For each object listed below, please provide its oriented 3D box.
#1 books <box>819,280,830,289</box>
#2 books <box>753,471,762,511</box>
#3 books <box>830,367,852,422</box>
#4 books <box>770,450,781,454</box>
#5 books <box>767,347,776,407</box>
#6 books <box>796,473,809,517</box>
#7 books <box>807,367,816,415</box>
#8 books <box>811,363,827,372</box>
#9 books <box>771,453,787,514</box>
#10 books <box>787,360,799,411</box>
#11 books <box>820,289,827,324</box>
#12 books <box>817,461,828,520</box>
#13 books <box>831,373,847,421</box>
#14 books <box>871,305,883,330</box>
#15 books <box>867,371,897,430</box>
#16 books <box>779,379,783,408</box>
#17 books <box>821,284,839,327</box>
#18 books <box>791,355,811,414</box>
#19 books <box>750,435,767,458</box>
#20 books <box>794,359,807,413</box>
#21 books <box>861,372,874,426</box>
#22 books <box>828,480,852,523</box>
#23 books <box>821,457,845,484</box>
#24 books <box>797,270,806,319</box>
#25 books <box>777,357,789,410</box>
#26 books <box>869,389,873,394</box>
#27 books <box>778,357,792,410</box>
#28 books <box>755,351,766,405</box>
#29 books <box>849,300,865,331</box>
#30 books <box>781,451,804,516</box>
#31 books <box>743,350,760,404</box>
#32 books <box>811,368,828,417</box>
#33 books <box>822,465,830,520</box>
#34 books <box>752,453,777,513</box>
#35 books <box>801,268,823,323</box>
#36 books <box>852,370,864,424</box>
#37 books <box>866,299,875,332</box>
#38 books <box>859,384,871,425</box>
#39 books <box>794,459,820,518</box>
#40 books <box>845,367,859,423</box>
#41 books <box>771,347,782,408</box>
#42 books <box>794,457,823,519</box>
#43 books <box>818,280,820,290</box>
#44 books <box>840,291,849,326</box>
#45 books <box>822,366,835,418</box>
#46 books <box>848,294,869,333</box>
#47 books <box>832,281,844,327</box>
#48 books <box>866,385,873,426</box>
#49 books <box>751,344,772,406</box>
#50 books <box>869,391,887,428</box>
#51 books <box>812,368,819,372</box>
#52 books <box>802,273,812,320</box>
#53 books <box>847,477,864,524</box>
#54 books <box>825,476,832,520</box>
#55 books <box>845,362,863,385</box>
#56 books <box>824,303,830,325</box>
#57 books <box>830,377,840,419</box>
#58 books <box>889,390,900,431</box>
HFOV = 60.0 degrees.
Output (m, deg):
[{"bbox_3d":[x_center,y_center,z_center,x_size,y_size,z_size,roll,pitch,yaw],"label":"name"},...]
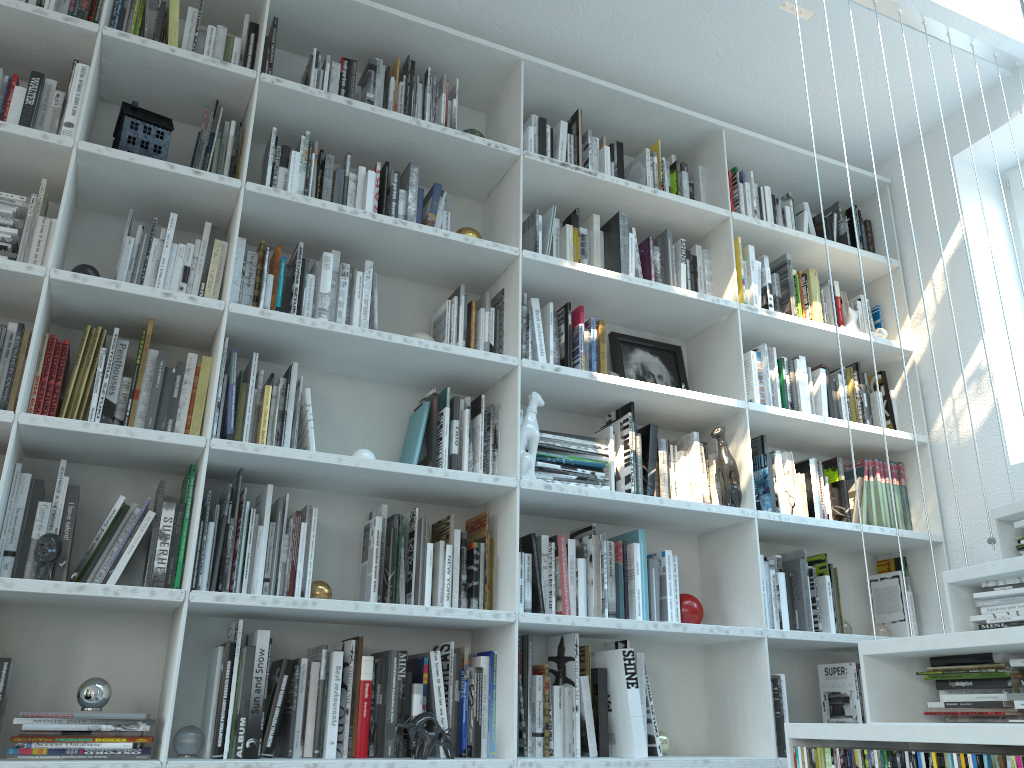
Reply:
[{"bbox_3d":[1.236,-0.254,3.560,0.011,0.293,0.151,10,-22,-23],"label":"books"},{"bbox_3d":[0.803,0.385,3.115,0.066,0.235,0.144,10,-22,-23],"label":"books"},{"bbox_3d":[1.242,0.090,3.419,0.012,0.282,0.152,10,-22,-23],"label":"books"},{"bbox_3d":[0.905,0.383,3.147,0.022,0.264,0.157,10,-22,-23],"label":"books"},{"bbox_3d":[0.908,0.027,3.285,0.022,0.296,0.162,10,-22,-23],"label":"books"},{"bbox_3d":[0.980,0.428,3.154,0.023,0.188,0.170,10,-22,-23],"label":"books"},{"bbox_3d":[1.085,0.080,3.360,0.012,0.253,0.161,10,-22,-23],"label":"books"},{"bbox_3d":[1.170,0.080,3.409,0.024,0.290,0.133,10,-22,-23],"label":"books"},{"bbox_3d":[0.888,0.385,3.124,0.026,0.244,0.181,10,-22,-23],"label":"books"},{"bbox_3d":[1.003,0.057,3.308,0.024,0.258,0.157,10,-22,-23],"label":"books"},{"bbox_3d":[1.163,-0.239,3.486,0.013,0.212,0.187,10,-22,-23],"label":"books"},{"bbox_3d":[1.081,0.425,3.233,0.012,0.253,0.161,10,-22,-23],"label":"books"},{"bbox_3d":[1.221,0.104,3.414,0.025,0.251,0.160,10,-22,-23],"label":"books"},{"bbox_3d":[1.445,-0.190,3.611,0.011,0.215,0.170,10,-22,-23],"label":"books"},{"bbox_3d":[1.418,0.115,3.494,0.042,0.291,0.187,10,-22,-23],"label":"books"},{"bbox_3d":[0.939,0.088,3.281,0.027,0.179,0.157,10,-22,-23],"label":"books"},{"bbox_3d":[1.230,-0.248,3.529,0.022,0.260,0.161,10,-22,-23],"label":"books"},{"bbox_3d":[1.047,0.054,3.334,0.030,0.282,0.167,10,-22,-23],"label":"books"},{"bbox_3d":[0.863,0.353,3.147,0.012,0.320,0.142,10,-22,-23],"label":"books"},{"bbox_3d":[1.025,0.058,3.315,0.022,0.261,0.173,10,-22,-23],"label":"books"},{"bbox_3d":[1.344,0.111,3.472,0.013,0.282,0.149,10,-22,-23],"label":"books"},{"bbox_3d":[1.147,0.457,3.214,0.024,0.180,0.191,10,-22,-23],"label":"books"},{"bbox_3d":[1.158,0.425,3.264,0.026,0.276,0.170,10,-22,-23],"label":"books"},{"bbox_3d":[1.055,-0.292,3.386,0.012,0.237,0.166,10,-22,-23],"label":"books"},{"bbox_3d":[0.963,0.049,3.291,0.013,0.259,0.159,10,-22,-23],"label":"books"},{"bbox_3d":[1.379,0.149,3.498,0.024,0.229,0.131,10,-22,-23],"label":"books"},{"bbox_3d":[0.977,0.050,3.308,0.025,0.269,0.153,10,-22,-23],"label":"books"},{"bbox_3d":[0.853,0.031,3.242,0.026,0.255,0.174,10,-22,-23],"label":"books"},{"bbox_3d":[1.343,-0.204,3.575,0.023,0.212,0.181,10,-22,-23],"label":"books"},{"bbox_3d":[0.946,0.388,3.151,0.056,0.260,0.177,10,-22,-23],"label":"books"},{"bbox_3d":[0.825,0.026,3.217,0.023,0.246,0.182,10,-22,-23],"label":"books"},{"bbox_3d":[1.119,0.083,3.352,0.045,0.244,0.177,10,-22,-23],"label":"books"},{"bbox_3d":[1.096,0.431,3.242,0.025,0.247,0.134,10,-22,-23],"label":"books"},{"bbox_3d":[0.855,0.381,3.110,0.022,0.242,0.171,10,-22,-23],"label":"books"},{"bbox_3d":[1.086,-0.284,3.413,0.042,0.241,0.248,10,-22,-23],"label":"books"},{"bbox_3d":[1.275,0.100,3.425,0.028,0.267,0.174,10,-22,-23],"label":"books"},{"bbox_3d":[1.415,-0.203,3.621,0.040,0.245,0.160,10,-22,-23],"label":"books"},{"bbox_3d":[1.299,0.130,3.424,0.025,0.210,0.189,10,-22,-23],"label":"books"},{"bbox_3d":[1.026,0.411,3.189,0.022,0.246,0.181,10,-22,-23],"label":"books"},{"bbox_3d":[1.255,0.093,3.420,0.013,0.276,0.188,10,-22,-23],"label":"books"},{"bbox_3d":[0.928,0.028,3.281,0.012,0.291,0.166,10,-22,-23],"label":"books"},{"bbox_3d":[1.044,0.413,3.210,0.029,0.258,0.172,10,-22,-23],"label":"books"},{"bbox_3d":[1.170,-0.260,3.527,0.024,0.280,0.154,10,-22,-23],"label":"books"},{"bbox_3d":[1.301,-0.229,3.566,0.070,0.253,0.155,10,-22,-23],"label":"books"},{"bbox_3d":[1.147,0.084,3.373,0.023,0.257,0.184,10,-22,-23],"label":"books"},{"bbox_3d":[1.383,-0.214,3.610,0.029,0.257,0.163,10,-22,-23],"label":"books"},{"bbox_3d":[1.257,-0.251,3.556,0.023,0.286,0.163,10,-22,-23],"label":"books"},{"bbox_3d":[1.318,0.133,3.443,0.025,0.219,0.178,10,-22,-23],"label":"books"},{"bbox_3d":[0.877,0.016,3.243,0.014,0.284,0.186,10,-22,-23],"label":"books"},{"bbox_3d":[1.369,0.150,3.452,0.029,0.194,0.192,10,-22,-23],"label":"books"},{"bbox_3d":[1.152,0.087,3.403,0.010,0.272,0.130,10,-22,-23],"label":"books"},{"bbox_3d":[1.070,-0.286,3.380,0.013,0.221,0.175,10,-22,-23],"label":"books"},{"bbox_3d":[1.215,0.462,3.265,0.089,0.216,0.167,10,-22,-23],"label":"books"},{"bbox_3d":[1.112,0.455,3.245,0.014,0.206,0.138,10,-22,-23],"label":"books"},{"bbox_3d":[1.329,0.090,3.483,0.013,0.329,0.140,10,-22,-23],"label":"books"},{"bbox_3d":[1.196,-0.210,3.521,0.034,0.182,0.157,10,-22,-23],"label":"books"},{"bbox_3d":[1.193,0.110,3.410,0.028,0.236,0.146,10,-22,-23],"label":"books"},{"bbox_3d":[1.445,0.155,3.495,0.021,0.218,0.184,10,-22,-23],"label":"books"}]
